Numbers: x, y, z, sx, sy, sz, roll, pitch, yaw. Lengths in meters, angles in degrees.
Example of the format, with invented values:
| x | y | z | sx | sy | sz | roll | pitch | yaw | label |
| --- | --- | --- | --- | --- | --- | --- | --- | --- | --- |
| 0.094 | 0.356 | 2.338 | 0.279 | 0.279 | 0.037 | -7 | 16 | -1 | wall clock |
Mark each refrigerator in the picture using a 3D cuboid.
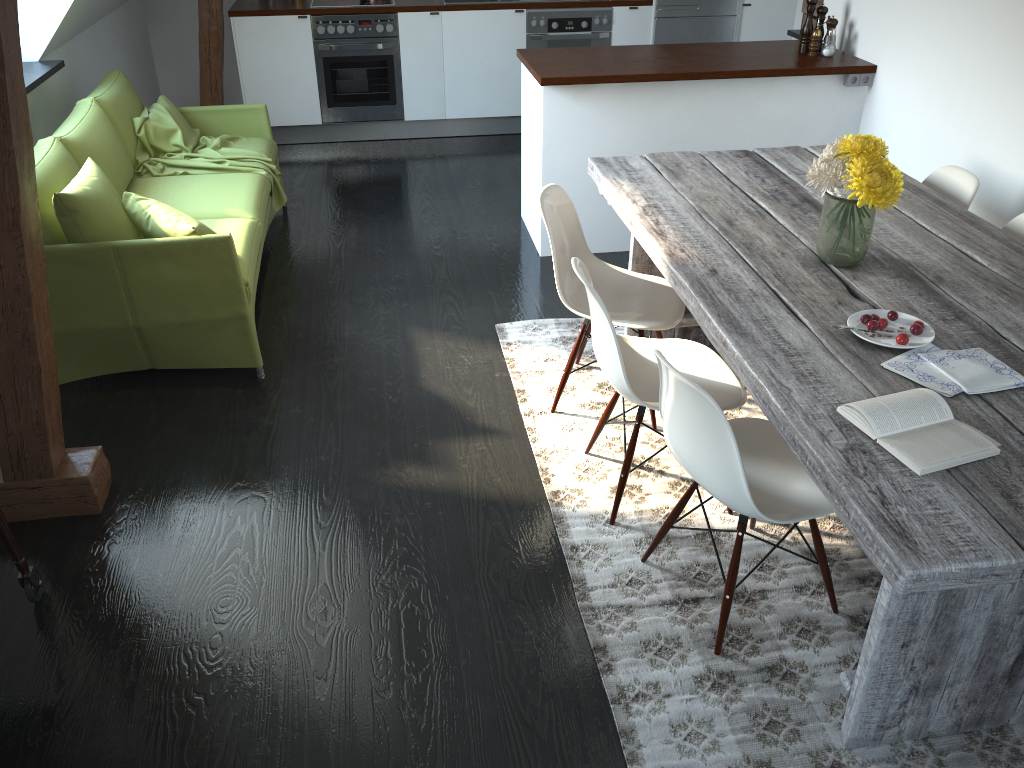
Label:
| x | y | z | sx | sy | sz | roll | pitch | yaw | label |
| --- | --- | --- | --- | --- | --- | --- | --- | --- | --- |
| 1.321 | -2.875 | 6.211 | 0.609 | 1.868 | 0.031 | -5 | 31 | -7 | refrigerator |

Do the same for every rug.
| x | y | z | sx | sy | sz | roll | pitch | yaw | label |
| --- | --- | --- | --- | --- | --- | --- | --- | --- | --- |
| 1.059 | 0.327 | 2.972 | 1.898 | 0.022 | 2.677 | -5 | 31 | -7 | rug |

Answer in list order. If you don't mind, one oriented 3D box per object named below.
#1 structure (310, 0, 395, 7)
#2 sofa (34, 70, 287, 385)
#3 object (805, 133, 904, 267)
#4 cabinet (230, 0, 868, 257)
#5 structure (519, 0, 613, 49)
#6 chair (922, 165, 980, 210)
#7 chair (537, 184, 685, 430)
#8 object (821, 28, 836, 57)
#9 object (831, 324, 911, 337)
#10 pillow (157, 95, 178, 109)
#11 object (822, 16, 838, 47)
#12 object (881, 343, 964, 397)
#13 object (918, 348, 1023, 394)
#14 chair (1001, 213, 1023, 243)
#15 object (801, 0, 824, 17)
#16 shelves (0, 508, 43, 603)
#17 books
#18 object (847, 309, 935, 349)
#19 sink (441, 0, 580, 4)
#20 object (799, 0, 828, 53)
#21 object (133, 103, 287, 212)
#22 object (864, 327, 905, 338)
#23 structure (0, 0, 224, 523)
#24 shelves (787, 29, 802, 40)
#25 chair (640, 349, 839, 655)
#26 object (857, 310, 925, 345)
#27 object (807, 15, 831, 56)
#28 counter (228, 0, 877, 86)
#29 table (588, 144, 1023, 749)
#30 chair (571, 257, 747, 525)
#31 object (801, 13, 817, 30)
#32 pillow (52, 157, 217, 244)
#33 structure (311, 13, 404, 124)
| x | y | z | sx | sy | sz | roll | pitch | yaw | label |
| --- | --- | --- | --- | --- | --- | --- | --- | --- | --- |
| -1.123 | -2.690 | 6.271 | 0.574 | 0.041 | 0.504 | -5 | 31 | -7 | structure |
| -1.622 | -0.866 | 4.190 | 0.898 | 0.825 | 2.093 | -5 | 31 | -8 | sofa |
| 0.968 | -0.523 | 2.525 | 0.233 | 0.365 | 0.293 | -22 | 37 | -32 | object |
| 0.316 | -2.482 | 5.380 | 4.208 | 2.369 | 3.033 | -5 | 31 | -7 | cabinet |
| 0.371 | -2.445 | 6.605 | 0.612 | 0.725 | 0.582 | -5 | 31 | -7 | structure |
| 1.429 | -0.430 | 3.468 | 0.542 | 0.801 | 0.465 | -4 | 31 | -7 | chair |
| 0.360 | -0.301 | 3.260 | 0.542 | 0.801 | 0.465 | 9 | 32 | 15 | chair |
| 1.617 | -1.736 | 4.508 | 0.069 | 0.135 | 0.069 | -19 | 36 | -28 | object |
| 0.887 | -0.132 | 2.189 | 0.194 | 0.022 | 0.019 | 3 | 31 | 6 | object |
| -1.831 | -1.360 | 4.749 | 0.210 | 0.275 | 0.462 | -6 | 31 | -9 | pillow |
| 1.634 | -1.795 | 4.558 | 0.058 | 0.184 | 0.058 | -7 | 32 | -10 | object |
| 0.987 | -0.037 | 2.059 | 0.182 | 0.014 | 0.185 | -20 | 36 | -29 | object |
| 1.072 | -0.036 | 2.055 | 0.182 | 0.016 | 0.179 | -8 | 32 | -12 | object |
| 1.501 | -0.189 | 3.067 | 0.542 | 0.801 | 0.465 | -2 | 31 | -2 | chair |
| 1.872 | -2.156 | 5.058 | 0.287 | 0.101 | 0.329 | -7 | 32 | -12 | object |
| -1.466 | 0.494 | 2.016 | 0.438 | 0.732 | 0.803 | -7 | 32 | -11 | shelves |
| 0.839 | 0.083 | 1.838 | 0.202 | 0.042 | 0.251 | -11 | 33 | -18 | books |
| 0.940 | -0.130 | 2.207 | 0.205 | 0.024 | 0.205 | -9 | 32 | -14 | object |
| -0.049 | -2.926 | 6.411 | 0.963 | 0.519 | 0.671 | -5 | 31 | -7 | sink |
| 1.559 | -1.860 | 4.572 | 0.123 | 0.283 | 0.061 | -5 | 31 | -7 | object |
| -1.599 | -1.218 | 4.731 | 0.722 | 0.493 | 0.711 | -7 | 32 | -12 | object |
| 0.924 | -0.132 | 2.202 | 0.110 | 0.011 | 0.058 | -3 | 31 | -4 | object |
| -1.384 | 0.501 | 0.840 | 1.023 | 1.963 | 12.350 | -5 | 31 | -7 | structure |
| 1.988 | -2.233 | 4.993 | 0.660 | 0.553 | 0.408 | -5 | 31 | -7 | shelves |
| 0.614 | 0.250 | 2.342 | 0.542 | 0.801 | 0.465 | -12 | 33 | -19 | chair |
| 0.951 | -0.147 | 2.211 | 0.132 | 0.034 | 0.144 | -21 | 37 | -31 | object |
| 1.561 | -1.778 | 4.523 | 0.080 | 0.192 | 0.058 | -14 | 34 | -21 | object |
| -0.105 | -2.195 | 5.448 | 3.365 | 0.038 | 3.085 | -5 | 31 | -7 | counter |
| 1.043 | -0.012 | 2.788 | 1.141 | 0.788 | 2.421 | -5 | 31 | -7 | table |
| 0.445 | -0.007 | 2.770 | 0.542 | 0.801 | 0.465 | -4 | 31 | -7 | chair |
| 1.872 | -2.071 | 5.109 | 0.329 | 0.101 | 0.287 | 0 | 31 | 1 | object |
| -1.405 | -0.651 | 3.451 | 0.600 | 0.387 | 0.475 | -6 | 32 | -10 | pillow |
| -1.120 | -2.362 | 6.486 | 0.583 | 0.725 | 0.749 | -5 | 31 | -7 | structure |
